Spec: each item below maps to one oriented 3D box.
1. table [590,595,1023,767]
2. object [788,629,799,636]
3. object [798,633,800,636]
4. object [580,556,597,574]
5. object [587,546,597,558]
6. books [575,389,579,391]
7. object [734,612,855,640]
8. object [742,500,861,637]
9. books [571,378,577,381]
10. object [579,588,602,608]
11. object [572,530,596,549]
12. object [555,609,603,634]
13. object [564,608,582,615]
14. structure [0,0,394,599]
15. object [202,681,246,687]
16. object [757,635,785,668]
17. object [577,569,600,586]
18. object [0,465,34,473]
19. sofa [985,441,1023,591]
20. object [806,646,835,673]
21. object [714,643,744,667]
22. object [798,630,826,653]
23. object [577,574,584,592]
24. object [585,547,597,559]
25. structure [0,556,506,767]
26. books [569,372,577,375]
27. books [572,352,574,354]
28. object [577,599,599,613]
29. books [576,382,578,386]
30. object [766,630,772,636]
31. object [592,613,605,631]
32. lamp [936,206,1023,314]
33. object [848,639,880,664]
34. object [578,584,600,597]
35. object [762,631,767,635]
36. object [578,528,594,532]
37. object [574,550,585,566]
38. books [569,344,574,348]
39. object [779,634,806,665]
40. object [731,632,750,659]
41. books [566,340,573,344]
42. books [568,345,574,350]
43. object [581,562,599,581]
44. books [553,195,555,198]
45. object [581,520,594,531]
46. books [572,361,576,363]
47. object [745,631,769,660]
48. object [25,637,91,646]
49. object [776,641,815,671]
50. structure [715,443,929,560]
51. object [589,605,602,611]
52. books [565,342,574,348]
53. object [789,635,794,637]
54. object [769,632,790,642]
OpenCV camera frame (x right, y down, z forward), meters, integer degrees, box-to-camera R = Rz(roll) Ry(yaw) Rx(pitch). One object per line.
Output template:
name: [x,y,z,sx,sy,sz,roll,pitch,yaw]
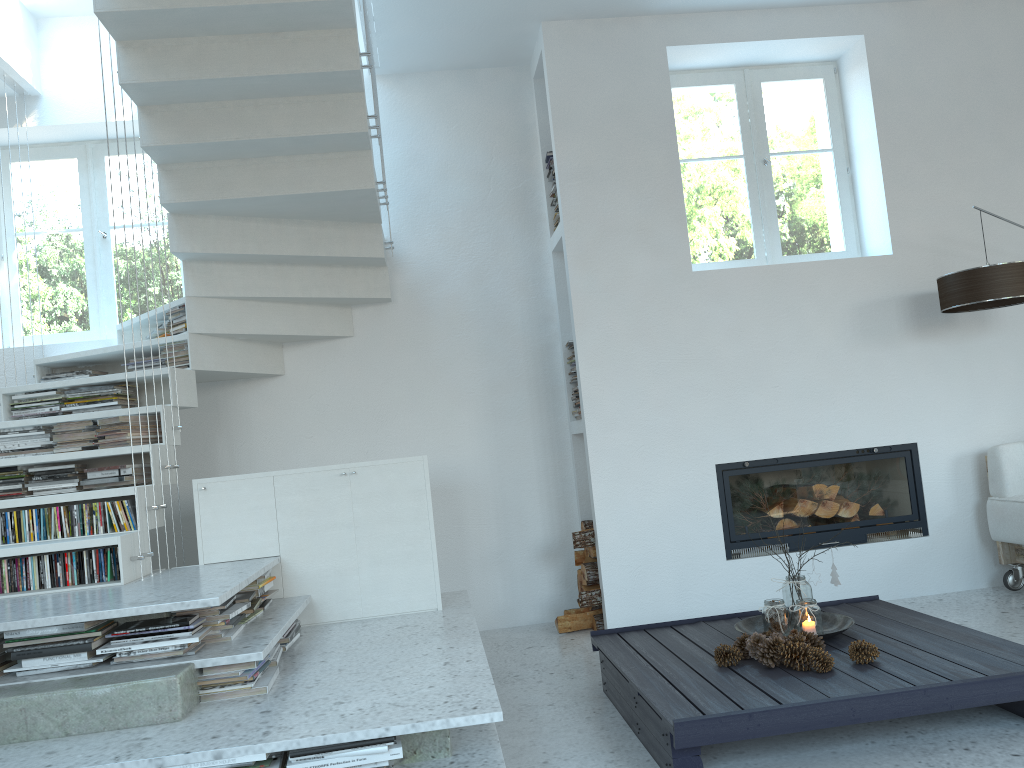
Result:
table: [1.016,1.021,3.109,1.257,0.218,1.271,-6,-4,-6]
object: [1.020,0.904,3.204,0.038,0.043,0.039,-3,-4,-35]
object: [1.038,0.905,3.177,0.030,0.035,0.035,-7,-4,17]
object: [0.559,1.029,4.833,0.405,0.225,0.068,-5,-4,-13]
object: [0.627,0.862,4.761,0.434,0.103,0.141,-5,-4,-10]
books: [0.479,0.025,4.949,0.254,0.007,0.189,-5,-4,-9]
object: [1.048,0.909,3.296,0.430,0.038,0.429,-9,-5,34]
object: [1.106,0.661,3.329,0.436,0.521,0.309,-8,-4,24]
books: [0.475,-0.033,4.979,0.266,0.010,0.145,-5,-4,-7]
object: [0.558,1.103,4.647,0.442,0.094,0.096,-5,-4,-9]
object: [0.526,0.800,4.670,0.442,0.094,0.096,-5,-4,-9]
object: [0.529,1.237,4.775,0.641,0.108,0.134,-5,-4,-17]
object: [0.513,1.269,4.910,0.446,0.097,0.117,-5,-4,-10]
structure: [-1.498,-0.598,3.686,1.954,3.379,2.616,-6,-4,-6]
object: [-0.885,0.920,2.795,0.140,0.004,0.204,-6,-4,-3]
object: [0.850,0.878,2.909,0.097,0.106,0.090,-7,-4,15]
object: [0.563,1.051,4.897,0.397,0.109,0.132,-4,-4,-21]
object: [-2.236,0.380,3.928,0.174,0.025,0.161,-6,-4,-2]
sofa: [2.998,0.524,3.631,0.871,0.853,2.196,-6,-4,-6]
object: [0.983,0.880,2.819,0.082,0.085,0.082,-7,-4,9]
object: [0.735,0.920,3.007,0.098,0.084,0.078,-6,-4,-5]
object: [1.018,0.884,3.022,0.092,0.100,0.083,-6,-4,-1]
object: [0.588,1.097,4.929,0.439,0.148,0.128,-6,-4,-6]
object: [0.569,0.924,4.879,0.328,0.152,0.133,-5,-4,-9]
structure: [-1.687,1.109,3.412,3.112,0.659,2.902,-6,-4,-6]
books: [0.471,-0.070,4.981,0.290,0.005,0.126,-5,-4,-11]
books: [0.460,-0.193,4.965,0.224,0.005,0.193,-5,-4,-7]
object: [0.554,1.116,4.730,0.445,0.207,0.084,-5,-4,-11]
books: [0.474,-0.006,4.972,0.222,0.028,0.141,-6,-4,-1]
object: [0.937,0.919,3.238,0.031,0.035,0.031,-6,-4,-5]
object: [0.626,1.248,4.730,0.407,0.097,0.138,-5,-4,-12]
lamp: [2.948,0.043,4.562,1.558,1.964,0.471,-5,-4,-20]
object: [1.138,0.864,2.860,0.098,0.083,0.081,-6,-4,-1]
object: [0.593,1.128,4.877,0.440,0.109,0.169,-5,-4,-18]
object: [0.927,0.925,3.263,0.029,0.030,0.025,-7,-4,15]
object: [0.543,0.820,4.875,0.417,0.101,0.110,-6,-4,-4]
object: [0.539,0.956,4.957,0.406,0.086,0.088,-5,-4,-8]
books: [0.454,-0.222,4.994,0.254,0.010,0.138,-5,-4,-7]
object: [0.922,0.880,2.939,0.094,0.108,0.108,-3,-5,-38]
object: [0.802,0.910,3.074,0.078,0.101,0.086,-4,-4,-32]
books: [0.454,-0.244,4.977,0.290,0.008,0.160,-6,-4,-2]
books: [0.458,-0.217,4.964,0.262,0.006,0.185,-5,-4,-10]
object: [0.574,0.983,4.741,0.393,0.092,0.129,-5,-4,-11]
books: [0.370,-1.087,5.025,0.249,0.006,0.189,-5,-4,-8]
object: [0.561,0.816,4.956,0.332,0.140,0.141,-6,-4,-6]
books: [0.465,-0.131,4.975,0.254,0.006,0.161,-6,-4,-4]
object: [0.841,0.894,3.025,0.099,0.102,0.097,-3,-5,-35]
object: [-1.384,0.781,2.746,0.203,0.006,0.142,-5,-4,-8]
object: [0.923,0.881,2.867,0.114,0.101,0.110,-4,-4,-23]
structure: [1.637,0.679,5.006,1.210,0.584,0.735,-5,-4,-9]
object: [0.587,1.131,4.743,0.394,0.107,0.149,-5,-4,-15]
books: [0.454,-0.233,4.992,0.295,0.011,0.137,-6,-4,-4]
object: [0.998,0.913,3.180,0.026,0.027,0.030,-3,-5,-39]
object: [0.910,0.896,3.029,0.091,0.086,0.106,-6,-4,8]
